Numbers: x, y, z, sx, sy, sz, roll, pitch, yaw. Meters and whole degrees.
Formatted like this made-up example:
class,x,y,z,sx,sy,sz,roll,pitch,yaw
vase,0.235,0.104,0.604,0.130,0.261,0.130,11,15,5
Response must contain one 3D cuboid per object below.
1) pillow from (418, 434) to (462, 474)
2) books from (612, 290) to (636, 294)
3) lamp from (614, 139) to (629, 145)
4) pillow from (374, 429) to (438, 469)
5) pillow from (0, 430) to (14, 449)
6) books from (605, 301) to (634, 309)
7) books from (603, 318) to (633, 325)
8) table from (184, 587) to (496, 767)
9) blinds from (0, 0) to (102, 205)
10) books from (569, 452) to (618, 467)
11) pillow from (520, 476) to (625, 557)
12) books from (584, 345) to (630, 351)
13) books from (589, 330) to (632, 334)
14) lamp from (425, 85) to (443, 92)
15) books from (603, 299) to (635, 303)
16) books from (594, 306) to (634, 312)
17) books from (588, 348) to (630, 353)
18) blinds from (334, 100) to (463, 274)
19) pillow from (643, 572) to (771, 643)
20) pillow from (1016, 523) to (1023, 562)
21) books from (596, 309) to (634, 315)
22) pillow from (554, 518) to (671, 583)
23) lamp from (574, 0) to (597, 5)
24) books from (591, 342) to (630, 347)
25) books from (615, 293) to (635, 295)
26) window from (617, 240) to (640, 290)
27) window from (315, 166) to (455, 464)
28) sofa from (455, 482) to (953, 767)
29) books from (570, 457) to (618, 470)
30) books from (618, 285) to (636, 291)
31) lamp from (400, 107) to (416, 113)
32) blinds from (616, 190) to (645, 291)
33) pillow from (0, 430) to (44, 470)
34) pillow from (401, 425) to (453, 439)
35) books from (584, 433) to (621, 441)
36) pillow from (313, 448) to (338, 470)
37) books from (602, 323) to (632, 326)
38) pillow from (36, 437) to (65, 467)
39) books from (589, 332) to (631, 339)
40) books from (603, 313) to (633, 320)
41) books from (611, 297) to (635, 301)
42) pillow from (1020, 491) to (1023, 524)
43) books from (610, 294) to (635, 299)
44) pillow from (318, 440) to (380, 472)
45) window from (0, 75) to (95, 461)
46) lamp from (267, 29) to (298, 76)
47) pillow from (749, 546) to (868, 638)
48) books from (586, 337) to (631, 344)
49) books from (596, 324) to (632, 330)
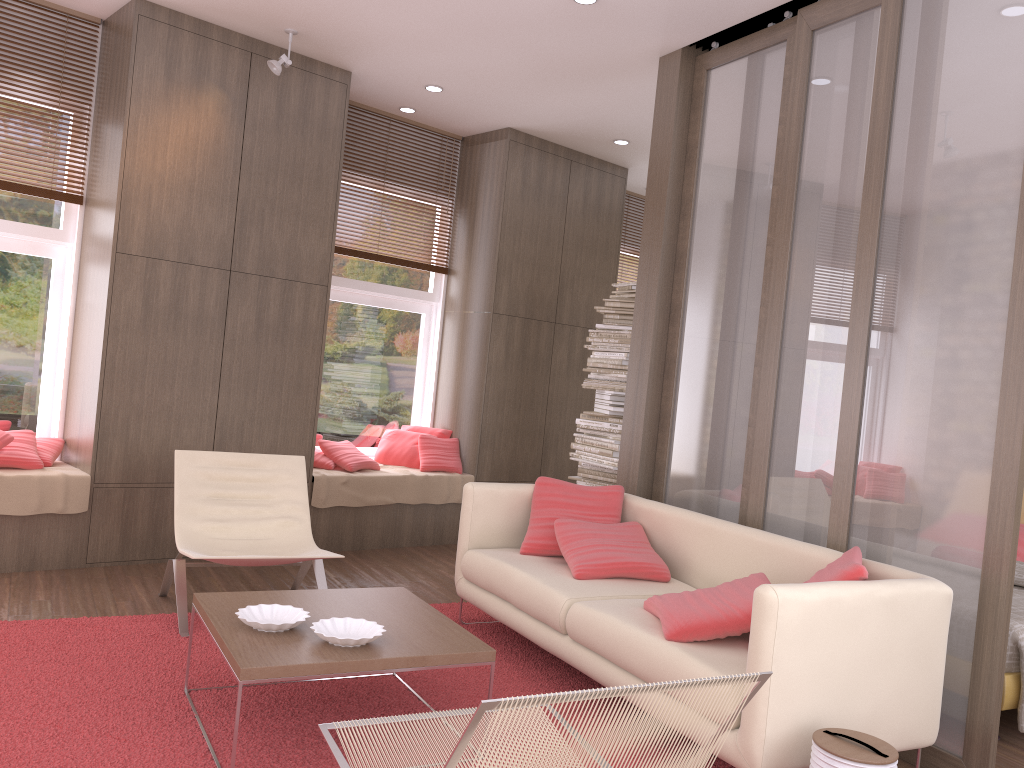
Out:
class,x,y,z,sx,sy,sz,roll,pitch,yaw
pillow,-0.560,0.548,6.894,0.357,0.278,0.264,5,0,-21
books,0.883,-0.649,6.342,0.202,0.015,0.303,5,0,-29
lamp,0.858,-1.897,6.956,0.119,0.010,0.119,6,1,42
pillow,-0.851,0.508,6.969,0.485,0.279,0.270,6,0,7
pillow,-2.991,0.349,4.831,0.389,0.234,0.356,6,0,9
books,0.869,-0.548,6.338,0.351,0.036,0.275,6,0,21
books,0.860,-0.431,6.373,0.371,0.036,0.211,6,0,21
table,-0.645,1.033,3.175,0.850,0.378,0.850,5,0,-29
blinds,-3.077,-1.706,4.964,1.373,1.142,0.042,5,1,-42
books,0.742,0.549,6.373,0.399,0.028,0.612,5,0,-29
pillow,0.319,0.700,4.569,0.498,0.377,0.379,6,0,6
books,0.795,-0.247,6.382,0.470,0.022,0.306,6,1,41
books,0.799,-0.360,6.381,0.392,0.015,0.306,6,1,41
lamp,-0.536,-2.029,6.091,0.119,0.010,0.119,6,0,-3
books,0.863,-0.575,6.335,0.366,0.012,0.287,6,0,21
books,0.833,-0.522,6.366,0.435,0.019,0.248,6,0,21
books,0.804,-0.227,6.339,0.416,0.012,0.324,6,1,41
blinds,-0.984,-1.515,6.839,1.373,1.138,0.042,5,1,-42
pillow,0.776,0.837,3.356,0.467,0.224,0.507,6,0,-1
pillow,2.948,0.977,5.586,0.538,0.264,0.831,5,0,-29
books,0.839,-0.500,6.357,0.412,0.019,0.259,6,0,21
pillow,0.470,0.800,4.274,0.507,0.224,0.467,6,0,-16
lamp,0.366,-1.928,4.435,0.119,0.010,0.119,6,0,-15
books,0.840,-0.265,6.352,0.434,0.019,0.324,6,1,41
books,0.896,-0.633,6.333,0.183,0.010,0.258,5,1,-44
window,0.942,-0.304,8.786,1.407,2.229,0.160,5,1,-42
window,-1.153,-0.497,6.918,1.407,2.229,0.160,5,1,-42
sofa,0.609,0.969,3.858,0.919,0.751,2.204,5,0,-29
books,0.733,0.573,6.316,0.423,0.016,0.542,5,0,-29
books,0.894,-0.671,6.332,0.193,0.029,0.260,6,0,-14
lamp,-0.784,-2.058,6.657,0.119,0.010,0.119,6,0,-3
blinds,1.104,-1.321,8.710,1.373,1.138,0.042,5,1,-42
pillow,-2.868,0.367,4.987,0.403,0.200,0.354,5,0,-33
pillow,-0.733,0.510,7.103,0.484,0.334,0.193,6,0,12
books,0.797,0.387,6.340,0.320,0.020,0.542,5,0,-29
pillow,-1.425,0.525,6.445,0.373,0.150,0.397,6,0,5
books,0.853,-0.409,6.335,0.351,0.010,0.284,6,0,21
pillow,-2.869,0.391,5.222,0.397,0.150,0.373,6,0,-13
books,0.820,-0.332,6.385,0.416,0.035,0.323,6,1,41
books,0.864,-0.469,6.372,0.371,0.036,0.211,6,0,21
books,0.878,-0.593,6.338,0.272,0.023,0.201,6,1,41
pillow,3.259,0.870,5.806,0.355,0.527,1.019,5,0,-29
books,0.875,-0.618,6.354,0.198,0.023,0.327,5,0,-29
pillow,-1.191,0.522,6.477,0.354,0.200,0.403,6,0,26
window,-3.249,-0.691,5.051,1.407,2.229,0.160,5,1,-42
lamp,-1.367,-1.972,5.270,0.158,0.275,0.102,5,0,-21
pillow,1.087,0.785,3.256,0.379,0.377,0.498,6,0,21
books,0.789,-0.298,6.382,0.401,0.035,0.315,6,1,41
books,0.831,-0.392,6.353,0.404,0.026,0.266,6,0,21
